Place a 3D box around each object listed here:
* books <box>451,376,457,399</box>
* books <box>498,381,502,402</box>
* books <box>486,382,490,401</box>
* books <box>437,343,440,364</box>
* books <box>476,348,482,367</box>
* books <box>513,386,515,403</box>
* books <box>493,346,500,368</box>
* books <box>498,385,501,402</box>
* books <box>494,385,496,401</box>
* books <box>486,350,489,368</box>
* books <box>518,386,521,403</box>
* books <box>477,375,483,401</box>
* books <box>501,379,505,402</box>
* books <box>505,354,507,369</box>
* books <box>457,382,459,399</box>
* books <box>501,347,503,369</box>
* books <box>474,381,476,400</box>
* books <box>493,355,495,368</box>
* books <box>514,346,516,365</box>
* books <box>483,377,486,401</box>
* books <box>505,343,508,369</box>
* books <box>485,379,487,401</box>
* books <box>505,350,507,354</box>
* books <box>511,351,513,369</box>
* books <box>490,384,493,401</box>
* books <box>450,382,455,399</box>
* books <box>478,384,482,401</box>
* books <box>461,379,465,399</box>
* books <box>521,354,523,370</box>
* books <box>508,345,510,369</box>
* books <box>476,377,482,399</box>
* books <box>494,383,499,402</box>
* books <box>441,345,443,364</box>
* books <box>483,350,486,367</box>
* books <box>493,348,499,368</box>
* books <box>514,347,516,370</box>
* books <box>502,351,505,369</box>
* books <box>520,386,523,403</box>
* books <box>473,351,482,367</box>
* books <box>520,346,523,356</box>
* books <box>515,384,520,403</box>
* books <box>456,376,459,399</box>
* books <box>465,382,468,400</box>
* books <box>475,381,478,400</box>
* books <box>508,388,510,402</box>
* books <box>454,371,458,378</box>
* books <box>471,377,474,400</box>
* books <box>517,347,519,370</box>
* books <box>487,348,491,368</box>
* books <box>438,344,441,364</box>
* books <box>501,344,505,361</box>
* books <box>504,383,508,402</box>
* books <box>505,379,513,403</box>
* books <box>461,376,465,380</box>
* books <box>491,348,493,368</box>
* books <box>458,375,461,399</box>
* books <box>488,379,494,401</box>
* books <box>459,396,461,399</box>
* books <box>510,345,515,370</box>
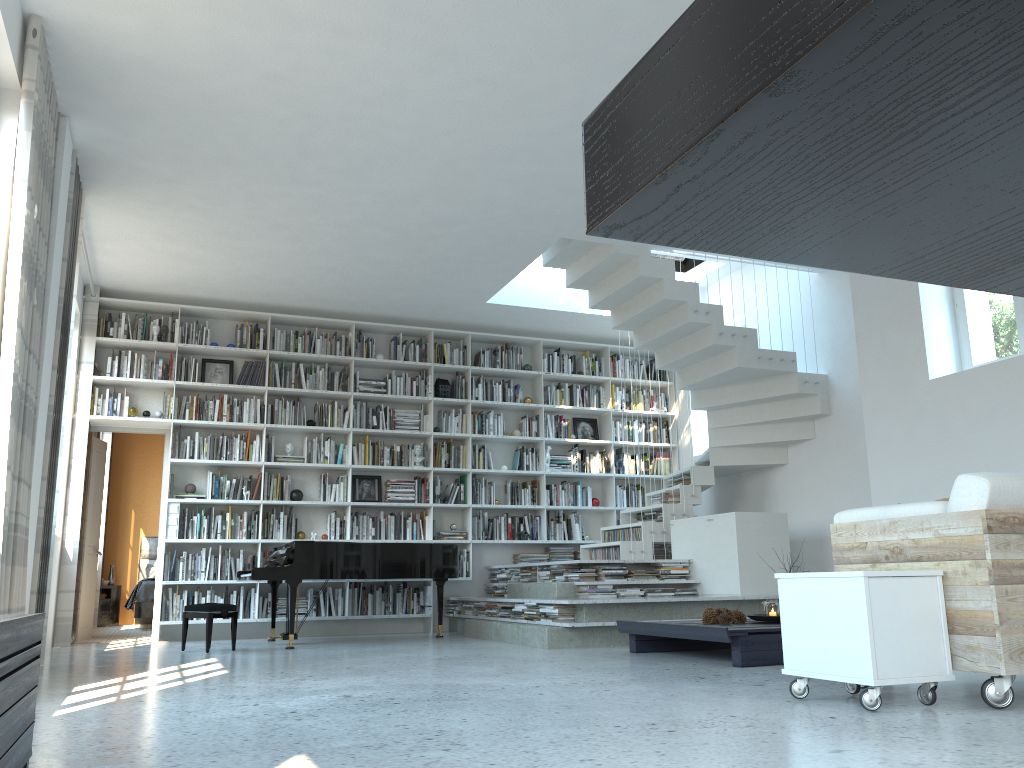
[{"bbox_3d":[-0.625,0.065,9.542,0.021,0.271,0.191,4,-13,-21],"label":"books"},{"bbox_3d":[-0.140,0.109,9.753,0.012,0.264,0.156,4,-13,-21],"label":"books"},{"bbox_3d":[-0.280,0.109,9.689,0.027,0.241,0.160,4,-13,-21],"label":"books"},{"bbox_3d":[-0.812,-0.296,9.565,0.034,0.260,0.158,4,-13,-21],"label":"books"},{"bbox_3d":[-0.362,-0.255,9.738,0.009,0.243,0.173,4,-13,-21],"label":"books"},{"bbox_3d":[-0.011,0.144,9.798,0.030,0.212,0.157,4,-13,-21],"label":"books"},{"bbox_3d":[-0.171,-0.263,9.829,0.024,0.291,0.168,4,-13,-21],"label":"books"},{"bbox_3d":[-0.159,0.131,9.723,0.021,0.208,0.181,4,-13,-21],"label":"books"},{"bbox_3d":[-0.212,0.130,9.731,0.025,0.216,0.144,4,-13,-21],"label":"books"},{"bbox_3d":[-0.297,-0.240,9.771,0.028,0.225,0.163,4,-13,-21],"label":"books"},{"bbox_3d":[0.050,0.146,9.820,0.048,0.216,0.182,4,-13,-21],"label":"books"},{"bbox_3d":[-0.350,0.073,9.672,0.014,0.306,0.152,4,-13,-21],"label":"books"},{"bbox_3d":[-0.116,0.104,9.778,0.012,0.284,0.160,4,-13,-21],"label":"books"},{"bbox_3d":[-0.093,-0.218,9.826,0.018,0.200,0.188,4,-13,-21],"label":"books"},{"bbox_3d":[-0.607,0.100,9.573,0.024,0.216,0.169,4,-13,-21],"label":"books"},{"bbox_3d":[-0.138,-0.255,9.848,0.007,0.284,0.160,4,-13,-21],"label":"books"},{"bbox_3d":[-0.425,0.103,9.649,0.012,0.239,0.139,4,-13,-21],"label":"books"},{"bbox_3d":[-0.228,-0.213,9.814,0.031,0.190,0.132,4,-13,-21],"label":"books"},{"bbox_3d":[0.014,-0.259,9.923,0.008,0.320,0.134,4,-13,-21],"label":"books"},{"bbox_3d":[-0.321,0.084,9.697,0.021,0.295,0.138,4,-13,-21],"label":"books"},{"bbox_3d":[-0.080,-0.276,9.859,0.007,0.328,0.184,4,-13,-21],"label":"books"},{"bbox_3d":[-0.308,0.096,9.707,0.012,0.276,0.133,4,-13,-21],"label":"books"},{"bbox_3d":[-0.087,-0.238,9.849,0.008,0.250,0.170,4,-13,-21],"label":"books"},{"bbox_3d":[-0.029,-0.233,9.878,0.024,0.252,0.150,4,-13,-21],"label":"books"},{"bbox_3d":[-0.250,0.125,9.723,0.028,0.223,0.142,4,-13,-21],"label":"books"},{"bbox_3d":[-0.643,0.099,9.563,0.019,0.213,0.156,4,-13,-21],"label":"books"},{"bbox_3d":[-0.375,0.117,9.640,0.026,0.207,0.181,4,-13,-21],"label":"books"},{"bbox_3d":[-0.547,0.082,9.572,0.013,0.247,0.186,4,-13,-21],"label":"books"},{"bbox_3d":[0.078,-0.207,9.905,0.014,0.208,0.188,4,-13,-21],"label":"books"},{"bbox_3d":[-0.063,-0.264,9.845,0.015,0.298,0.183,4,-13,-21],"label":"books"},{"bbox_3d":[-0.364,0.085,9.670,0.011,0.282,0.173,4,-13,-21],"label":"books"},{"bbox_3d":[-0.185,0.120,9.731,0.023,0.236,0.149,4,-13,-21],"label":"books"},{"bbox_3d":[-0.778,-0.282,9.565,0.015,0.233,0.171,4,-13,-21],"label":"books"},{"bbox_3d":[-0.320,-0.246,9.748,0.013,0.229,0.174,4,-13,-21],"label":"books"},{"bbox_3d":[-0.186,-0.253,9.795,0.028,0.257,0.185,4,-13,-21],"label":"books"},{"bbox_3d":[0.009,-0.253,9.900,0.019,0.298,0.137,4,-13,-21],"label":"books"},{"bbox_3d":[-0.119,-0.232,9.830,0.018,0.230,0.160,4,-13,-21],"label":"books"},{"bbox_3d":[0.078,0.146,9.851,0.026,0.229,0.141,4,-13,-21],"label":"books"},{"bbox_3d":[-0.385,-0.239,9.718,0.046,0.206,0.183,4,-13,-21],"label":"books"},{"bbox_3d":[0.087,-0.253,9.919,0.006,0.305,0.164,4,-13,-21],"label":"books"},{"bbox_3d":[0.032,0.134,9.805,0.054,0.235,0.171,4,-13,-21],"label":"books"},{"bbox_3d":[-0.614,0.069,9.560,0.022,0.271,0.182,4,-13,-21],"label":"books"},{"bbox_3d":[-0.518,0.101,9.580,0.008,0.213,0.224,4,-13,-21],"label":"books"},{"bbox_3d":[-0.406,0.102,9.651,0.026,0.242,0.148,4,-13,-21],"label":"books"},{"bbox_3d":[-0.064,0.155,9.773,0.027,0.181,0.176,4,-13,-21],"label":"books"},{"bbox_3d":[-0.613,0.039,9.584,0.025,0.338,0.143,4,-13,-21],"label":"books"},{"bbox_3d":[-0.442,0.077,9.633,0.012,0.284,0.160,4,-13,-21],"label":"books"},{"bbox_3d":[0.041,-0.252,9.901,0.013,0.296,0.189,4,-13,-21],"label":"books"},{"bbox_3d":[-0.270,-0.252,9.784,0.030,0.254,0.161,4,-13,-21],"label":"books"},{"bbox_3d":[-0.796,-0.293,9.580,0.008,0.261,0.142,4,-13,-21],"label":"books"},{"bbox_3d":[-0.111,-0.270,9.847,0.006,0.311,0.179,4,-13,-21],"label":"books"},{"bbox_3d":[-0.089,0.125,9.764,0.030,0.237,0.186,4,-13,-21],"label":"books"},{"bbox_3d":[-0.034,0.104,9.782,0.029,0.284,0.183,4,-13,-21],"label":"books"},{"bbox_3d":[-0.537,0.070,9.617,0.005,0.291,0.130,4,-13,-21],"label":"books"},{"bbox_3d":[-0.247,-0.250,9.796,0.021,0.256,0.169,4,-13,-21],"label":"books"},{"bbox_3d":[-0.590,0.061,9.565,0.021,0.287,0.179,4,-13,-21],"label":"books"},{"bbox_3d":[-0.230,0.096,9.733,0.013,0.283,0.155,4,-13,-21],"label":"books"},{"bbox_3d":[-0.584,0.103,9.579,0.013,0.210,0.140,4,-13,-21],"label":"books"},{"bbox_3d":[-0.011,-0.261,9.881,0.008,0.306,0.183,4,-13,-21],"label":"books"}]
